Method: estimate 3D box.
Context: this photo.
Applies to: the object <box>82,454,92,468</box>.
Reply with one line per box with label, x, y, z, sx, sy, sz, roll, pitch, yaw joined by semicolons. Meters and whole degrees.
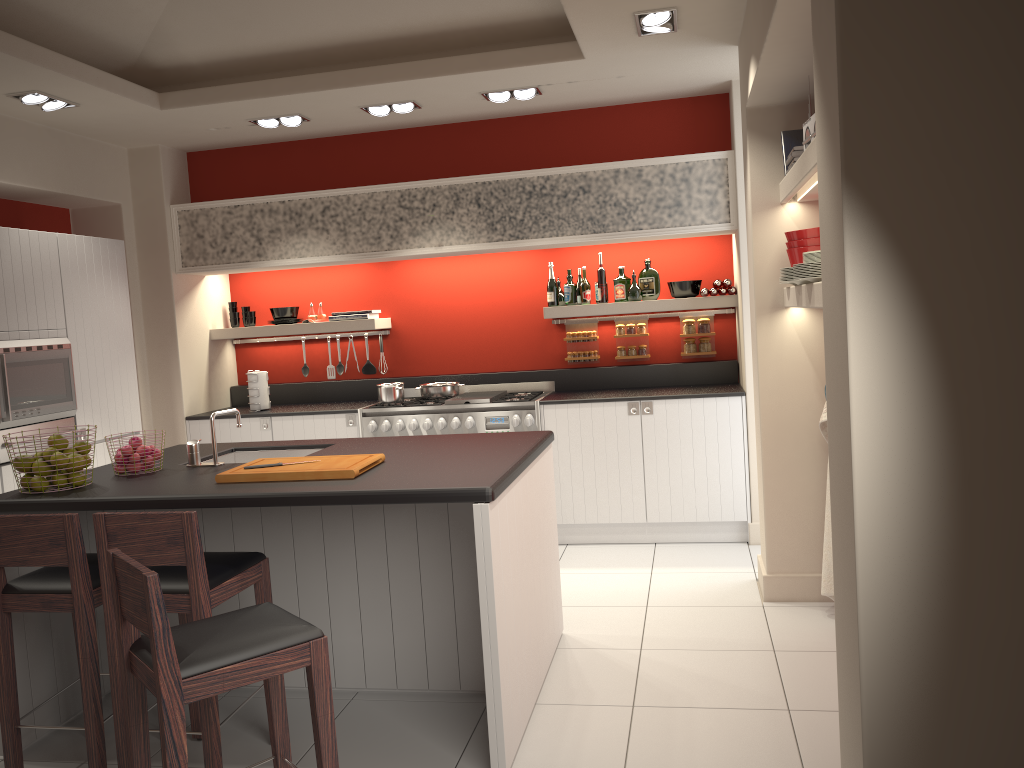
object;-1.746;0.315;3.617;0.057;0.057;0.055;-3;4;3

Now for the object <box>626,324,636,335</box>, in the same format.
object;0.886;-0.404;6.607;0.068;0.088;0.068;-1;5;32

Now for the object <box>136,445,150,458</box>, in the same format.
object;-1.597;0.291;3.837;0.051;0.055;0.056;-2;5;26

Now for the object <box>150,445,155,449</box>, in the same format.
object;-1.612;0.297;3.943;0.056;0.050;0.055;-7;6;-40

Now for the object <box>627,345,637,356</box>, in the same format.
object;0.897;-0.245;6.618;0.068;0.088;0.068;-1;5;32

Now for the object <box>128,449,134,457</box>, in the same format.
object;-1.654;0.296;3.831;0.041;0.039;0.041;-1;5;28

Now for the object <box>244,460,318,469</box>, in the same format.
object;-0.924;0.321;3.572;0.302;0.010;0.035;-5;5;-18

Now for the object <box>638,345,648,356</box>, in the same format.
object;0.973;-0.248;6.603;0.068;0.088;0.068;-1;5;32

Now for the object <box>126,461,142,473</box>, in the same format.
object;-1.632;0.356;3.828;0.062;0.057;0.061;-3;4;11

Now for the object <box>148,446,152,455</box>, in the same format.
object;-1.602;0.294;3.892;0.041;0.044;0.045;-5;5;-19

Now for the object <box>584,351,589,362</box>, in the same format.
object;0.563;-0.208;6.664;0.034;0.078;0.034;-1;5;32

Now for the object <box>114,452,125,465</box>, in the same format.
object;-1.687;0.322;3.835;0.059;0.059;0.060;-2;5;23

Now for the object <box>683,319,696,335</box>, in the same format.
object;1.303;-0.417;6.519;0.093;0.120;0.094;-1;5;32

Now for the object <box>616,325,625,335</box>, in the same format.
object;0.810;-0.400;6.622;0.068;0.088;0.068;-1;5;32

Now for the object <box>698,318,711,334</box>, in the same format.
object;1.407;-0.422;6.498;0.093;0.120;0.094;-1;5;32

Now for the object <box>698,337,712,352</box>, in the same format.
object;1.416;-0.286;6.508;0.093;0.120;0.094;-1;5;32

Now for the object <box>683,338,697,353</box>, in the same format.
object;1.311;-0.281;6.529;0.093;0.120;0.094;-1;5;32

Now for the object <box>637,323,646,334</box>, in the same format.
object;0.963;-0.408;6.591;0.068;0.088;0.068;-1;5;32

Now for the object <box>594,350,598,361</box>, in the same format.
object;0.631;-0.215;6.690;0.034;0.078;0.034;-1;5;32

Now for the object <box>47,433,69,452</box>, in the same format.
object;-1.837;0.236;3.589;0.078;0.080;0.078;-3;4;12

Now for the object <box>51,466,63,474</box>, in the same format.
object;-1.875;0.345;3.640;0.064;0.060;0.064;-3;4;6

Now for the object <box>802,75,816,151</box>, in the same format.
object;1.287;-1.137;3.689;0.097;0.369;0.342;-3;4;7

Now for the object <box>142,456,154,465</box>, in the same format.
object;-1.584;0.332;3.857;0.046;0.043;0.046;-7;5;-39

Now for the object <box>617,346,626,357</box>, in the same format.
object;0.820;-0.241;6.634;0.068;0.088;0.068;-1;5;32

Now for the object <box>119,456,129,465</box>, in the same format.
object;-1.662;0.324;3.800;0.041;0.041;0.040;-8;6;-42

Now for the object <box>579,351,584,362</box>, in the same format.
object;0.524;-0.206;6.672;0.034;0.078;0.034;-1;5;32

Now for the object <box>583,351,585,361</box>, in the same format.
object;0.554;-0.211;6.705;0.034;0.078;0.034;-1;5;32

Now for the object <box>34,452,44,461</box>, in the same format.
object;-1.900;0.301;3.584;0.057;0.061;0.062;-2;5;26

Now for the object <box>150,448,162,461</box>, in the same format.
object;-1.574;0.313;3.913;0.055;0.056;0.055;-2;5;21

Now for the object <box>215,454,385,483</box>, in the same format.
object;-0.842;0.337;3.580;0.570;0.033;0.373;-3;5;10

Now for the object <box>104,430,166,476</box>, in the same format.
object;-1.637;0.300;3.872;0.248;0.168;0.248;-4;4;-1

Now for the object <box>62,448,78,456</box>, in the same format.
object;-1.791;0.285;3.593;0.056;0.054;0.057;-5;4;-17

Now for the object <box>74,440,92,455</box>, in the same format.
object;-1.762;0.262;3.638;0.067;0.064;0.067;-3;4;12

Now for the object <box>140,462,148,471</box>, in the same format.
object;-1.612;0.362;3.878;0.040;0.039;0.039;-6;5;-30

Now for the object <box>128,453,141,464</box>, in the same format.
object;-1.617;0.318;3.799;0.048;0.046;0.048;-6;5;-29

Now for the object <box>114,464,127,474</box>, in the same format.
object;-1.694;0.365;3.837;0.050;0.049;0.049;-5;5;-22

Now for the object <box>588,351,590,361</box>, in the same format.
object;0.593;-0.213;6.697;0.034;0.078;0.034;-1;5;32

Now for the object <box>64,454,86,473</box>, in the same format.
object;-1.757;0.318;3.559;0.082;0.082;0.082;-5;5;-22

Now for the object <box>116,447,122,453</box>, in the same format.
object;-1.702;0.302;3.876;0.049;0.049;0.048;-2;5;19

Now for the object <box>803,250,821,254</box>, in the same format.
object;1.312;-0.534;3.596;0.255;0.015;0.255;-4;4;-7

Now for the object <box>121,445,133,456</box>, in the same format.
object;-1.646;0.286;3.790;0.048;0.046;0.048;-6;5;-33

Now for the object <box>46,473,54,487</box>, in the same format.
object;-1.861;0.390;3.594;0.055;0.054;0.053;-3;4;15

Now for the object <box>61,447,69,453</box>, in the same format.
object;-1.853;0.284;3.642;0.078;0.076;0.071;-5;5;-19

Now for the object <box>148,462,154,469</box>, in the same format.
object;-1.612;0.352;3.939;0.050;0.049;0.049;-5;5;-22

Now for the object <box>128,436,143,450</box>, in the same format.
object;-1.634;0.255;3.850;0.056;0.058;0.056;-7;5;-33

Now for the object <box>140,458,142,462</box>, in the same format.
object;-1.646;0.318;3.908;0.055;0.056;0.055;-2;5;21

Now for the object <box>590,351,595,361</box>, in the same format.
object;0.601;-0.210;6.657;0.034;0.078;0.034;-1;5;32

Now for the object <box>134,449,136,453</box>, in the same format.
object;-1.660;0.285;3.883;0.041;0.044;0.045;-5;5;-19
